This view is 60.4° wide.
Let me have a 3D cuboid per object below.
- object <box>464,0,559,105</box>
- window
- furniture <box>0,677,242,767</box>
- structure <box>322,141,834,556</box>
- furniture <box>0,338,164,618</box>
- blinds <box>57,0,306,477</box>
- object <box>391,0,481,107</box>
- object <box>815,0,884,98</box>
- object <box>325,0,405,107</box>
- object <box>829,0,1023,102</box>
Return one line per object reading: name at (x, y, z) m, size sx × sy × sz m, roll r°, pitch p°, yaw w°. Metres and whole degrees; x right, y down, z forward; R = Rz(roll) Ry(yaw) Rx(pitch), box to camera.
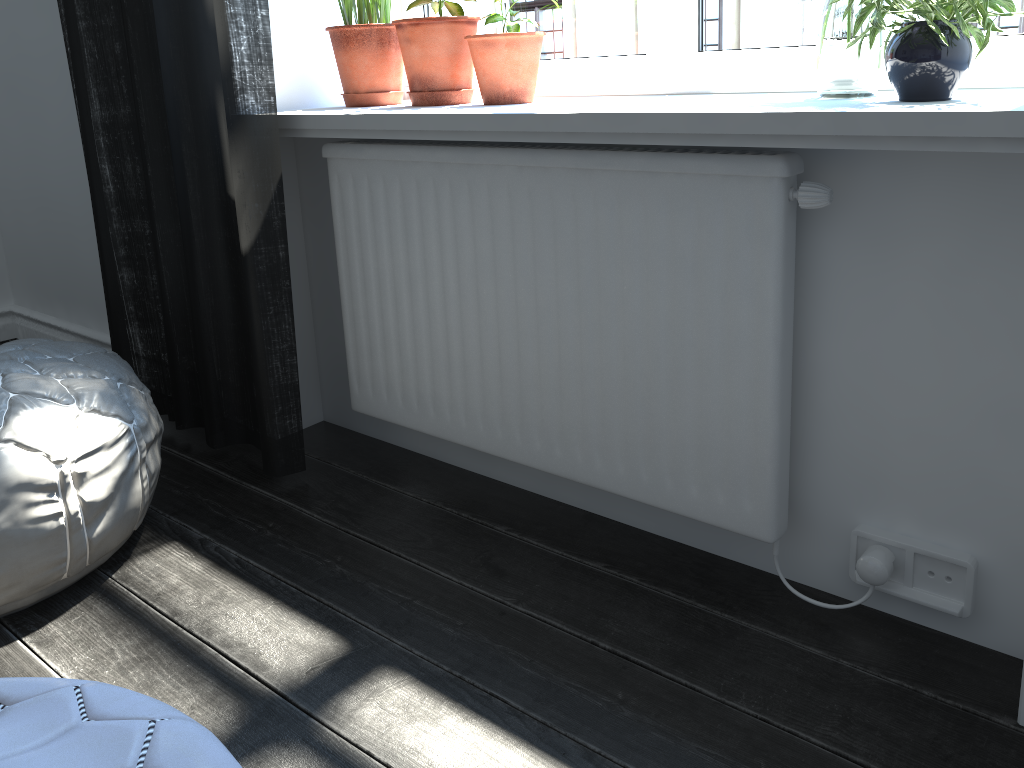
object at (-0.003, -0.694, 1.738) m, size 0.194 × 0.270 × 0.182 m, roll -1°, pitch 16°, yaw 7°
window at (0.270, -1.525, 1.562) m, size 1.585 × 1.930 × 0.109 m, roll 11°, pitch 20°, yaw 39°
furniture at (-0.432, 0.506, 0.561) m, size 0.620 × 0.407 × 0.625 m, roll 9°, pitch 22°, yaw 33°
structure at (0.042, -0.116, 1.602) m, size 1.076 × 0.610 × 0.075 m, roll 13°, pitch 21°, yaw 39°
furniture at (-1.012, 0.146, 1.608) m, size 0.687 × 0.371 × 0.694 m, roll 12°, pitch 24°, yaw 38°
blinds at (-0.834, -1.276, 1.766) m, size 0.811 × 2.889 × 0.114 m, roll 9°, pitch 18°, yaw 38°
object at (-0.148, -0.782, 1.869) m, size 0.238 × 0.359 × 0.262 m, roll -15°, pitch 20°, yaw -36°
object at (0.517, -0.718, 1.323) m, size 0.328 × 0.550 × 0.405 m, roll -2°, pitch 16°, yaw 4°
object at (-0.308, -0.884, 1.989) m, size 0.301 × 0.485 × 0.343 m, roll 4°, pitch 17°, yaw 23°
object at (0.569, -0.528, 1.175) m, size 0.288 × 0.286 × 0.291 m, roll 13°, pitch 24°, yaw 43°
